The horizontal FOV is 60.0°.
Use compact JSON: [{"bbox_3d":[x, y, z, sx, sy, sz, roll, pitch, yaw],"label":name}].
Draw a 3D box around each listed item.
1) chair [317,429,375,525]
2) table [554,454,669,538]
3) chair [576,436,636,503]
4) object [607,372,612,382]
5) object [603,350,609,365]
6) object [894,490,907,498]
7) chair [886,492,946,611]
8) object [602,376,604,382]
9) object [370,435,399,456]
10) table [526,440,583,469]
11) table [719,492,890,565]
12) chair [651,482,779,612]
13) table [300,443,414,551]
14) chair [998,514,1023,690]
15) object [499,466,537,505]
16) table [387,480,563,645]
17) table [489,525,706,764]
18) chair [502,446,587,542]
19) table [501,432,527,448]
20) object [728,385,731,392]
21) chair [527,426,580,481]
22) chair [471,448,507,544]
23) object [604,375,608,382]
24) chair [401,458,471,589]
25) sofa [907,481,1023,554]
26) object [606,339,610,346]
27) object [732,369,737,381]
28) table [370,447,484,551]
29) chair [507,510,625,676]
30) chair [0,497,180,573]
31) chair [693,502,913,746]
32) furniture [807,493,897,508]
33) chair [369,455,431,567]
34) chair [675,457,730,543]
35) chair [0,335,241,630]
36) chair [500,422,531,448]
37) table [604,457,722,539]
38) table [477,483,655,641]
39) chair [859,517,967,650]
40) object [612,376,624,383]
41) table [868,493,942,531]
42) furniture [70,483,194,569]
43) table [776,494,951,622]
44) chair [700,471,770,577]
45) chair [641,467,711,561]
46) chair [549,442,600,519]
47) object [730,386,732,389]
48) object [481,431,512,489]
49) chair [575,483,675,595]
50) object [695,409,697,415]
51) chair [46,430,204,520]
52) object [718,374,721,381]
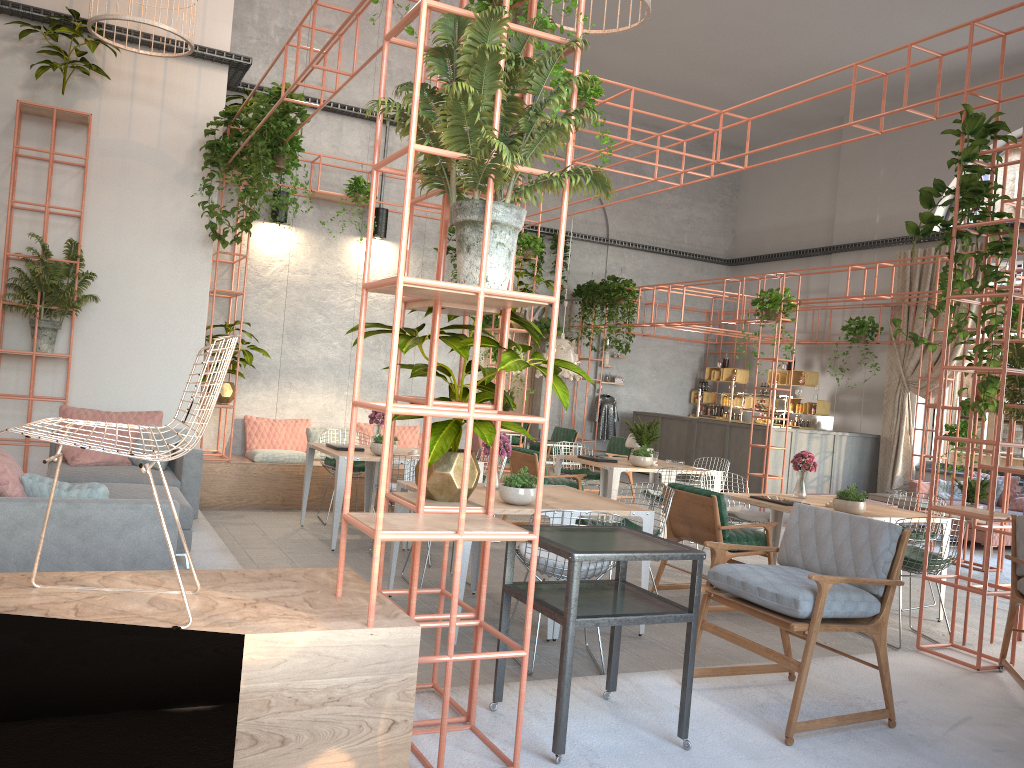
[{"bbox_3d":[-1.729,0.975,9.319,0.565,0.941,0.717,5,0,-25],"label":"chair"},{"bbox_3d":[1.032,1.258,9.632,0.694,0.830,1.205,5,0,-26],"label":"table"},{"bbox_3d":[1.423,1.252,13.234,0.685,0.929,0.722,5,0,-26],"label":"chair"},{"bbox_3d":[2.029,-0.139,18.492,0.081,0.204,0.081,5,0,-26],"label":"object"},{"bbox_3d":[1.952,-0.564,18.431,0.136,0.336,0.145,5,0,-12],"label":"object"},{"bbox_3d":[5.530,1.598,12.702,0.199,0.145,0.156,5,0,-12],"label":"object"},{"bbox_3d":[3.340,1.416,7.694,0.717,0.941,0.565,5,0,-30],"label":"chair"},{"bbox_3d":[1.887,-0.131,18.436,0.055,0.164,0.092,5,0,-8],"label":"object"},{"bbox_3d":[-1.162,0.532,8.074,0.248,0.247,0.254,5,0,-26],"label":"object"},{"bbox_3d":[0.582,1.248,12.830,0.635,0.798,0.602,5,0,-26],"label":"table"},{"bbox_3d":[2.274,1.382,7.143,0.694,0.830,1.205,5,0,-26],"label":"table"},{"bbox_3d":[1.584,1.269,6.912,0.685,0.917,0.722,5,0,-26],"label":"chair"},{"bbox_3d":[-1.490,1.042,8.383,0.694,0.830,1.205,5,0,-26],"label":"table"},{"bbox_3d":[3.068,1.216,4.696,0.722,0.914,0.685,5,0,14],"label":"chair"},{"bbox_3d":[0.043,0.640,5.622,0.247,0.247,0.252,5,0,-26],"label":"object"},{"bbox_3d":[-0.285,1.150,5.930,0.694,0.830,1.205,5,0,-26],"label":"table"},{"bbox_3d":[0.343,1.038,3.682,0.635,0.798,0.602,5,0,-26],"label":"table"},{"bbox_3d":[0.342,1.158,9.402,0.685,0.917,0.722,5,0,-26],"label":"chair"},{"bbox_3d":[-0.192,1.178,14.403,0.635,0.798,0.602,5,0,-26],"label":"table"},{"bbox_3d":[4.520,0.112,18.422,0.083,0.159,0.083,5,0,-17],"label":"object"},{"bbox_3d":[0.643,1.182,14.821,0.685,0.930,0.722,5,0,-26],"label":"chair"},{"bbox_3d":[-0.425,1.088,8.934,0.717,0.941,0.565,5,0,-30],"label":"chair"},{"bbox_3d":[1.954,-0.119,18.446,0.063,0.151,0.063,5,0,-40],"label":"object"},{"bbox_3d":[-0.524,1.083,6.866,0.565,0.941,0.717,5,0,-25],"label":"chair"},{"bbox_3d":[6.448,1.818,12.330,1.960,0.672,2.219,5,0,-26],"label":"sofa"},{"bbox_3d":[1.976,-0.867,18.421,0.133,0.145,0.133,5,0,26],"label":"object"},{"bbox_3d":[4.638,-0.171,18.414,0.137,0.261,0.137,5,0,10],"label":"object"},{"bbox_3d":[-0.869,1.095,8.695,0.694,0.830,1.214,5,0,-26],"label":"table"},{"bbox_3d":[0.301,1.157,5.204,0.565,0.941,0.717,5,0,-10],"label":"chair"},{"bbox_3d":[-2.392,0.816,4.734,1.056,0.586,1.127,5,0,-26],"label":"chair"},{"bbox_3d":[1.334,1.060,4.160,0.685,0.929,0.722,5,0,-26],"label":"chair"},{"bbox_3d":[4.555,1.764,12.124,0.941,0.446,0.976,5,0,-26],"label":"furniture"},{"bbox_3d":[-0.904,1.049,7.657,0.565,0.941,0.717,5,0,-10],"label":"chair"},{"bbox_3d":[2.098,1.304,10.183,0.717,0.941,0.565,5,0,-30],"label":"chair"},{"bbox_3d":[-1.300,0.274,2.901,0.717,0.941,0.565,5,0,-18],"label":"chair"},{"bbox_3d":[-0.120,1.114,16.376,0.685,0.930,0.722,5,0,-26],"label":"chair"},{"bbox_3d":[1.653,1.311,9.944,0.694,0.830,1.214,5,0,-26],"label":"table"},{"bbox_3d":[0.334,1.203,6.241,0.694,0.830,1.214,5,0,-26],"label":"table"},{"bbox_3d":[2.861,1.376,6.417,0.565,0.941,0.717,5,0,-10],"label":"chair"},{"bbox_3d":[2.218,-0.090,18.587,0.219,0.149,0.129,5,0,-26],"label":"object"},{"bbox_3d":[5.594,1.852,12.682,0.520,0.455,0.916,5,0,-26],"label":"table"},{"bbox_3d":[-2.730,0.941,6.071,0.941,0.446,0.975,5,0,-26],"label":"furniture"},{"bbox_3d":[2.894,1.435,7.455,0.694,0.830,1.214,5,0,-26],"label":"table"},{"bbox_3d":[2.036,1.302,8.079,0.565,0.941,0.717,5,0,-25],"label":"chair"},{"bbox_3d":[1.619,1.265,8.906,0.565,0.941,0.717,5,0,-10],"label":"chair"},{"bbox_3d":[0.794,1.191,10.568,0.565,0.941,0.717,5,0,-25],"label":"chair"},{"bbox_3d":[4.560,0.115,18.340,0.083,0.159,0.083,5,0,-17],"label":"object"},{"bbox_3d":[-0.115,0.541,6.329,0.213,0.414,0.225,5,0,-34],"label":"object"},{"bbox_3d":[0.780,1.196,6.481,0.717,0.941,0.565,5,0,-30],"label":"chair"},{"bbox_3d":[4.028,0.608,19.283,0.073,0.131,0.073,5,0,-1],"label":"object"},{"bbox_3d":[-3.212,0.784,7.316,1.127,0.672,1.052,5,0,-26],"label":"chair"},{"bbox_3d":[4.410,-0.131,18.726,0.123,0.142,0.141,5,0,-26],"label":"object"}]
